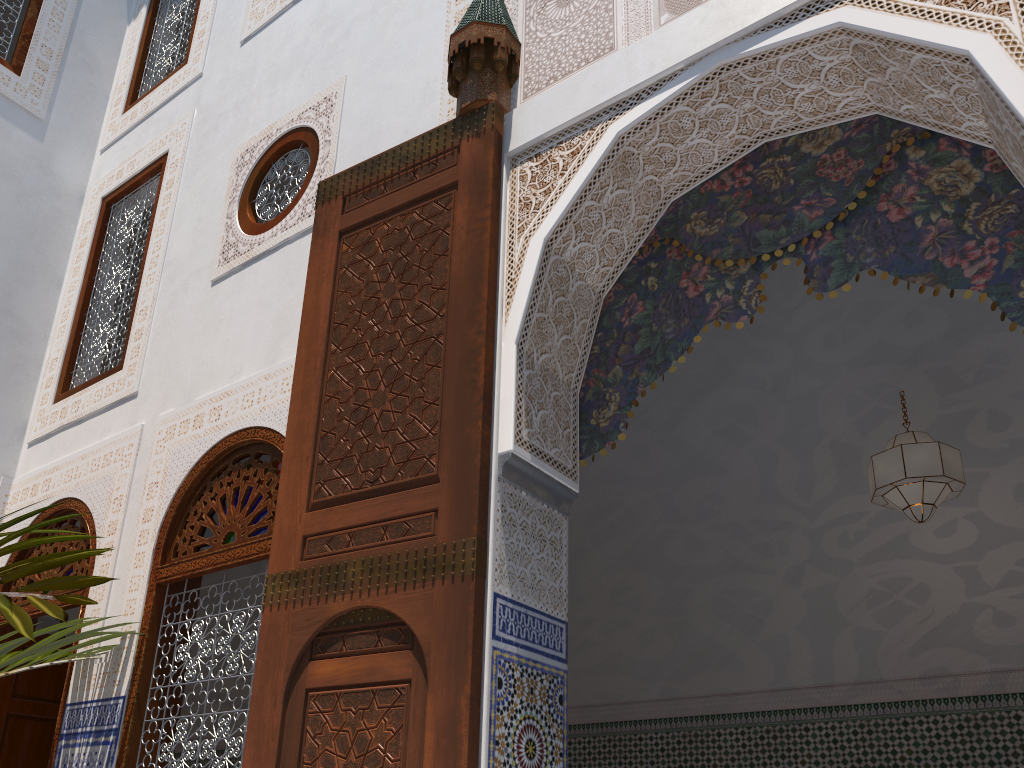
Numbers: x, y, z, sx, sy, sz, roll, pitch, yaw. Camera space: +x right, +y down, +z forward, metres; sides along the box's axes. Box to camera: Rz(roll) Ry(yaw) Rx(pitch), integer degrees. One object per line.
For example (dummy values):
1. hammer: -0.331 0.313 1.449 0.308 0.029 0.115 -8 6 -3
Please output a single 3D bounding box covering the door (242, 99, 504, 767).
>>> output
1. door: -0.303 0.486 1.836 0.591 2.381 0.129 -12 -26 30
